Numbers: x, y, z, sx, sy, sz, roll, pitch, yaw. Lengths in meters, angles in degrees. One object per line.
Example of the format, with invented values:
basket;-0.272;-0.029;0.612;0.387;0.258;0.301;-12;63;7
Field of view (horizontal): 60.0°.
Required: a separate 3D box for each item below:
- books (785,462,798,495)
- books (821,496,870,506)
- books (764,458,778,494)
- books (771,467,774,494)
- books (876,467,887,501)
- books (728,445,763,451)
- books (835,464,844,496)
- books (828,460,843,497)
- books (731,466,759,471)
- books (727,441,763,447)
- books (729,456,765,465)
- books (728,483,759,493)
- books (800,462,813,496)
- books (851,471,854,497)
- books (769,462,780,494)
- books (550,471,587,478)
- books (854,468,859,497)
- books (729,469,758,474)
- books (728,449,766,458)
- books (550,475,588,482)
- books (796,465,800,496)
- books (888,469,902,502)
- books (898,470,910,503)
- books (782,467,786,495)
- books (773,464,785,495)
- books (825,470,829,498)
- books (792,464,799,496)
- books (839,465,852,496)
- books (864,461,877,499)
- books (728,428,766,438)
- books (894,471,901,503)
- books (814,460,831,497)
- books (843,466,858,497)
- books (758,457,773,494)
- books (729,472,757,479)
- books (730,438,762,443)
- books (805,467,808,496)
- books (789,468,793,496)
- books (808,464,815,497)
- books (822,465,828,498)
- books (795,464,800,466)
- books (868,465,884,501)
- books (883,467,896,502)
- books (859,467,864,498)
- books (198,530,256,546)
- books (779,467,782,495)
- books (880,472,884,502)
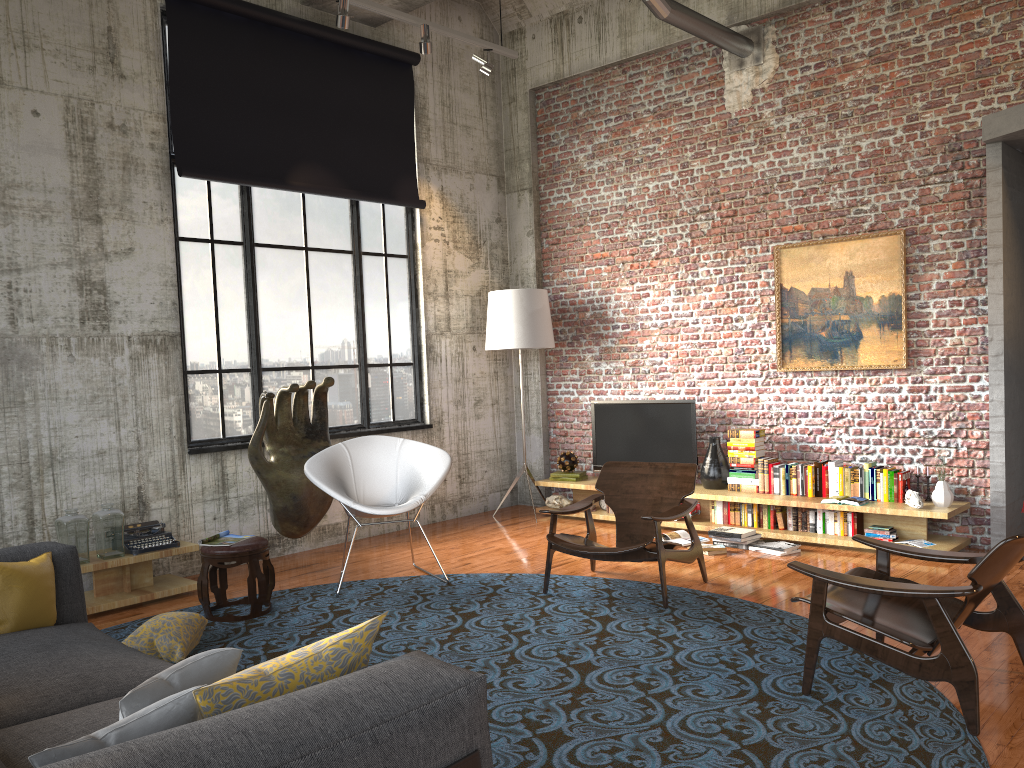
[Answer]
books;2.323;0.785;7.350;0.034;0.254;0.183;0;4;42
books;2.571;0.898;6.839;0.317;0.040;0.214;-1;2;42
books;2.190;0.772;7.482;0.040;0.285;0.197;0;4;42
books;2.222;0.803;7.431;0.026;0.224;0.161;0;4;42
books;2.876;0.778;6.888;0.026;0.251;0.159;0;4;42
books;2.013;0.546;7.623;0.253;0.034;0.183;-1;2;42
books;2.641;0.781;7.106;0.034;0.254;0.183;0;4;42
books;2.609;0.764;7.134;0.053;0.291;0.176;0;4;42
books;2.022;0.718;7.631;0.223;0.027;0.161;-1;2;42
books;2.009;0.512;7.618;0.253;0.034;0.183;-1;2;42
books;2.020;0.651;7.629;0.246;0.057;0.171;-1;2;42
books;2.040;0.887;7.649;0.284;0.066;0.197;-1;2;42
books;2.416;0.780;7.267;0.034;0.260;0.180;0;4;42
books;2.729;0.795;7.023;0.027;0.223;0.161;0;4;42
books;2.209;0.789;7.454;0.026;0.251;0.160;0;4;42
books;0.566;0.898;8.835;0.302;0.037;0.242;-2;1;22
books;2.760;0.786;7.005;0.045;0.240;0.174;0;4;42
books;2.022;0.744;7.632;0.250;0.026;0.159;-1;2;42
books;2.019;0.593;7.626;0.259;0.060;0.180;-1;2;42
books;0.567;0.935;8.837;0.302;0.037;0.242;-1;2;35
books;2.390;0.785;7.287;0.032;0.251;0.160;0;4;42
books;2.953;0.781;6.832;0.045;0.240;0.174;0;4;42
books;3.002;0.785;6.787;0.037;0.231;0.168;0;4;42
books;2.291;0.801;7.361;0.026;0.224;0.161;0;4;42
books;2.248;0.794;7.406;0.045;0.240;0.174;0;4;42
books;2.575;0.798;7.156;0.026;0.223;0.161;0;4;42
books;2.365;0.788;7.307;0.032;0.247;0.171;0;4;42
books;2.663;0.781;7.080;0.034;0.254;0.183;0;4;42
books;2.812;0.759;6.952;0.036;0.291;0.176;0;4;42
books;2.021;0.424;7.623;0.259;0.066;0.197;-1;2;42
books;2.972;0.790;6.800;0.026;0.223;0.161;0;4;42
books;2.533;0.768;7.215;0.066;0.285;0.197;0;4;42
books;2.699;0.784;7.052;0.057;0.247;0.171;0;4;42
books;2.147;0.771;7.498;0.044;0.291;0.176;0;4;42
books;2.025;0.779;7.644;0.240;0.045;0.174;-1;2;42
books;2.021;0.476;7.619;0.231;0.037;0.168;-1;2;42
books;2.451;0.793;7.251;0.037;0.231;0.168;0;4;42
books;2.344;0.800;7.329;0.027;0.224;0.161;0;4;42
books;2.465;0.782;7.215;0.034;0.254;0.183;0;4;42
books;2.558;0.785;7.174;0.026;0.251;0.159;0;4;42
books;2.364;0.786;7.306;0.031;0.240;0.165;0;4;42
books;2.847;0.774;6.920;0.060;0.260;0.180;0;4;42
books;2.924;0.775;6.858;0.034;0.254;0.183;0;4;42
books;2.781;0.779;6.970;0.034;0.254;0.183;0;4;42
books;-1.826;0.989;5.690;0.229;0.043;0.300;-2;1;16
books;2.278;0.801;7.385;0.027;0.224;0.161;0;4;42
books;2.897;0.791;6.873;0.027;0.223;0.161;0;4;42
